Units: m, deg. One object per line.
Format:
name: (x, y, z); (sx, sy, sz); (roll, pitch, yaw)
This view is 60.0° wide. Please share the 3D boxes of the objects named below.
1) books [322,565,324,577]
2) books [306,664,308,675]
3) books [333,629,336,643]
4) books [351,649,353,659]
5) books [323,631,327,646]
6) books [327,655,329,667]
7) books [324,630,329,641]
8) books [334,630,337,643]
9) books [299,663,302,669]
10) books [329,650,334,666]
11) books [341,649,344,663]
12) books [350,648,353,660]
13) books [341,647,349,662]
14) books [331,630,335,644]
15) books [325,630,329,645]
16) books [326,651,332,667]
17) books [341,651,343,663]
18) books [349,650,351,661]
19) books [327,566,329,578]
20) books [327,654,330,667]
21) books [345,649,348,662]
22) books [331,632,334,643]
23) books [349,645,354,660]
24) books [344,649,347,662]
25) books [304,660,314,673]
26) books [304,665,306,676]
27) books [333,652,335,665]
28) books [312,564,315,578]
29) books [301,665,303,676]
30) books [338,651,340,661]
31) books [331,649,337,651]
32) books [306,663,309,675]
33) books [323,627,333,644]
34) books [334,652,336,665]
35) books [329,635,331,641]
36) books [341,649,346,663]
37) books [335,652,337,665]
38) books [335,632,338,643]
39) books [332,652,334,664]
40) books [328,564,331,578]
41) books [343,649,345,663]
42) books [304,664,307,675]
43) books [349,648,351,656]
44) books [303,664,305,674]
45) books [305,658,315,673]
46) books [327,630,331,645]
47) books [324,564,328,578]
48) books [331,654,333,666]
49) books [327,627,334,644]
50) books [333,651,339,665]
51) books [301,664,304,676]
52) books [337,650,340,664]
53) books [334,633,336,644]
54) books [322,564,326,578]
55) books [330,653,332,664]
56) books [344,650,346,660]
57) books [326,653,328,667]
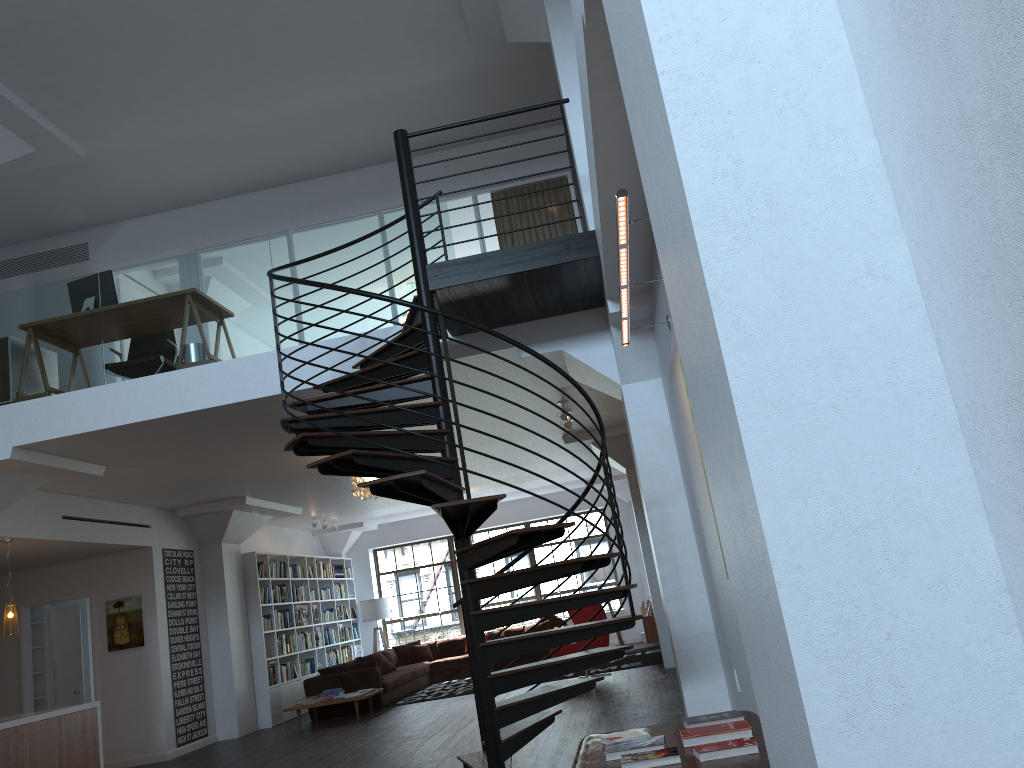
books: (-3.396, 3.299, 15.524); (0.174, 0.240, 0.045); (-11, -14, 5)
books: (-3.269, 4.495, 13.939); (0.107, 0.167, 0.017); (-11, -14, 5)
books: (-3.168, 4.399, 15.419); (0.170, 0.251, 0.118); (-11, -14, 5)
books: (-2.992, 4.962, 16.180); (0.161, 0.223, 0.027); (-11, -14, 5)
books: (-3.228, 4.290, 14.938); (0.182, 0.255, 0.077); (-11, -14, 5)
books: (-3.172, 4.667, 14.871); (0.174, 0.240, 0.045); (-11, -13, 5)
books: (-3.215, 4.322, 15.076); (0.182, 0.255, 0.077); (-11, -14, 5)
books: (-3.149, 4.428, 15.487); (0.161, 0.222, 0.084); (-11, -14, 5)
books: (-3.318, 4.436, 13.731); (0.127, 0.200, 0.020); (-11, -14, 5)
books: (-3.140, 4.690, 15.099); (0.176, 0.290, 0.053); (-11, -13, 5)
books: (-3.063, 4.834, 15.670); (0.183, 0.253, 0.036); (-11, -14, 5)
books: (-3.000, 4.942, 16.142); (0.171, 0.246, 0.057); (-11, -14, 5)
books: (-3.047, 4.873, 15.907); (0.198, 0.284, 0.066); (-11, -14, 5)
books: (-3.171, 4.391, 15.366); (0.174, 0.242, 0.105); (-11, -14, 5)
books: (-3.213, 4.317, 15.036); (0.174, 0.243, 0.085); (-11, -14, 5)
books: (-3.161, 4.671, 14.992); (0.198, 0.284, 0.066); (-11, -13, 5)
books: (-3.072, 4.819, 15.584); (0.171, 0.246, 0.061); (-11, -14, 5)
books: (-2.996, 4.939, 16.049); (0.144, 0.207, 0.048); (-11, -14, 5)
books: (-3.351, 3.331, 15.717); (0.183, 0.253, 0.034); (-11, -14, 5)
books: (-3.163, 4.685, 14.935); (0.168, 0.231, 0.037); (-11, -13, 5)
books: (-3.035, 4.872, 15.845); (0.183, 0.253, 0.037); (-11, -14, 5)
books: (-3.179, 4.395, 15.330); (0.161, 0.222, 0.084); (-11, -14, 5)
books: (-2.995, 4.939, 16.227); (0.176, 0.290, 0.053); (-11, -14, 5)
books: (-3.042, 4.867, 15.814); (0.160, 0.250, 0.027); (-11, -14, 5)
books: (-3.252, 4.534, 14.184); (0.146, 0.202, 0.027); (-11, -14, 5)
books: (-3.283, 4.484, 13.852); (0.110, 0.153, 0.019); (-11, -14, 5)
books: (-3.122, 4.723, 15.168); (0.183, 0.253, 0.034); (-11, -13, 5)
books: (-3.440, 3.186, 15.049); (0.160, 0.251, 0.039); (-11, -14, 5)
books: (-3.307, 4.450, 13.748); (0.128, 0.178, 0.022); (-11, -14, 5)
books: (-3.086, 4.786, 15.446); (0.160, 0.250, 0.026); (-11, -13, 5)
books: (-3.106, 4.749, 15.363); (0.176, 0.290, 0.036); (-11, -13, 5)
books: (-3.272, 4.505, 13.989); (0.126, 0.173, 0.032); (-11, -14, 5)
books: (-3.204, 4.339, 15.227); (0.197, 0.290, 0.136); (-11, -14, 5)
books: (-3.118, 4.737, 15.211); (0.171, 0.246, 0.057); (-11, -13, 5)
books: (-3.193, 4.361, 15.181); (0.161, 0.222, 0.083); (-11, -14, 5)
books: (-3.054, 4.849, 15.739); (0.183, 0.253, 0.036); (-11, -14, 5)
books: (-3.114, 4.757, 15.286); (0.174, 0.240, 0.045); (-11, -13, 5)
books: (-3.146, 4.438, 15.520); (0.161, 0.218, 0.101); (-11, -14, 5)
books: (-3.130, 4.717, 15.136); (0.183, 0.253, 0.034); (-11, -13, 5)
books: (-3.333, 3.352, 15.817); (0.183, 0.253, 0.034); (-11, -14, 5)
books: (-3.054, 4.841, 15.704); (0.183, 0.253, 0.037); (-11, -14, 5)
books: (-3.282, 4.486, 13.890); (0.120, 0.167, 0.020); (-11, -14, 5)
books: (-3.008, 4.935, 16.096); (0.159, 0.241, 0.038); (-11, -14, 5)
books: (-3.293, 4.472, 13.837); (0.109, 0.171, 0.018); (-11, -14, 5)
books: (-3.247, 4.538, 14.270); (0.140, 0.231, 0.042); (-11, -14, 5)
books: (-3.198, 4.331, 15.120); (0.182, 0.253, 0.098); (-11, -14, 5)
books: (-3.360, 3.317, 15.653); (0.183, 0.253, 0.034); (-11, -14, 5)
books: (-3.130, 4.712, 15.052); (0.161, 0.223, 0.026); (-11, -13, 5)
books: (-3.192, 4.350, 15.287); (0.176, 0.293, 0.125); (-11, -14, 5)
books: (-3.099, 4.757, 15.324); (0.183, 0.253, 0.034); (-11, -13, 5)
books: (-3.306, 4.455, 13.769); (0.128, 0.178, 0.021); (-11, -14, 5)
books: (-3.096, 4.773, 15.406); (0.180, 0.259, 0.060); (-11, -13, 5)
books: (-3.163, 4.410, 15.461); (0.159, 0.248, 0.089); (-11, -14, 5)
books: (-3.368, 3.302, 15.572); (0.171, 0.246, 0.057); (-11, -14, 5)
books: (-3.138, 4.694, 15.031); (0.160, 0.250, 0.026); (-11, -13, 5)
books: (-3.054, 4.866, 15.778); (0.174, 0.240, 0.048); (-11, -14, 5)
books: (-3.178, 4.652, 14.835); (0.183, 0.253, 0.034); (-11, -13, 5)
